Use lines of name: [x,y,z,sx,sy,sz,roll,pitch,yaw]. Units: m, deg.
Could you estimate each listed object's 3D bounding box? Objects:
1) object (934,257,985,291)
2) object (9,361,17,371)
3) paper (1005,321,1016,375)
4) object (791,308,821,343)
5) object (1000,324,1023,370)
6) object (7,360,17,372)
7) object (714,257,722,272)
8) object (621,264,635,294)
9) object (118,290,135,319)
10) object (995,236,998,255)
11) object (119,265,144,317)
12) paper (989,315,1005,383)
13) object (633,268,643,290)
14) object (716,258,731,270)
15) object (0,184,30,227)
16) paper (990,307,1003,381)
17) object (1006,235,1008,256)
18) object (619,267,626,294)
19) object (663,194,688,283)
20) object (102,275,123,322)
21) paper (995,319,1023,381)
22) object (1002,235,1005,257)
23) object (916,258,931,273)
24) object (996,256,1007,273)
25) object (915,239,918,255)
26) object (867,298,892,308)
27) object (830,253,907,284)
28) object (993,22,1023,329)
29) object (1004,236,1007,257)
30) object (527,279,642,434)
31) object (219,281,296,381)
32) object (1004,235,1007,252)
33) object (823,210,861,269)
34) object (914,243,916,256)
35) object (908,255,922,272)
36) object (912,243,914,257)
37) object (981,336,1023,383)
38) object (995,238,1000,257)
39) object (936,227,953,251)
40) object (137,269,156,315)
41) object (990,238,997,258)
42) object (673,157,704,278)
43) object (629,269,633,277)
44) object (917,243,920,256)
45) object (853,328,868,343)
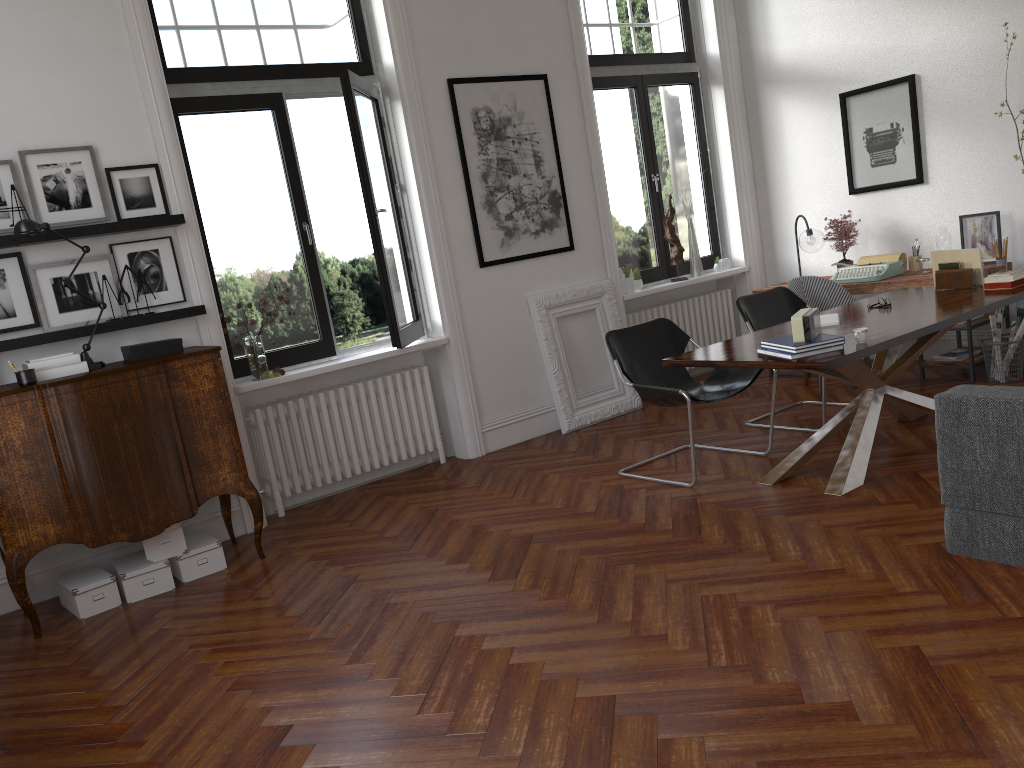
object: [2.728,-0.671,5.408,0.149,0.167,0.228,-16,12,-34]
object: [-2.392,-0.055,4.289,0.045,0.140,0.010,-17,13,-36]
paper: [3.418,-0.235,6.088,0.126,0.390,0.026,-12,10,-12]
object: [1.390,-0.279,4.182,0.082,0.126,0.274,-4,11,29]
object: [3.694,-0.241,6.158,0.340,0.318,0.434,-16,11,-34]
object: [-2.384,-0.059,4.265,0.050,0.120,0.010,-16,12,-31]
object: [1.852,-1.079,7.992,0.072,0.135,0.072,-11,10,-9]
object: [0.958,-0.871,7.321,0.098,0.245,0.102,-3,12,33]
object: [-2.156,-0.443,4.947,0.066,0.161,0.040,-17,12,-34]
object: [2.847,-0.769,5.192,0.008,0.196,0.032,-8,10,10]
object: [-2.140,-0.525,4.997,0.118,0.300,0.040,-17,12,-33]
paper: [3.271,-0.234,5.974,0.073,0.480,0.033,-9,10,3]
object: [1.062,-0.894,7.529,0.097,0.186,0.099,-12,10,-11]
object: [1.944,-1.103,8.158,0.132,0.098,0.134,-5,11,25]
object: [-2.607,-0.908,4.633,0.174,0.261,0.040,-16,12,-34]
paper: [3.345,-0.346,6.112,0.293,0.628,0.047,-19,13,-41]
object: [2.869,-0.765,5.148,0.008,0.196,0.036,-14,11,-22]
object: [0.922,-0.863,7.402,0.051,0.214,0.051,-10,10,1]
object: [1.395,-1.261,7.667,0.165,0.756,0.142,-8,10,8]
object: [-2.235,-0.477,4.922,0.123,0.261,0.040,-17,12,-34]
paper: [3.387,-0.322,5.916,0.330,0.612,0.046,-3,12,35]
object: [2.871,-0.770,5.181,0.038,0.195,0.008,-11,10,-8]
object: [3.057,-0.880,6.587,0.093,0.102,0.093,-19,13,-42]
object: [2.861,-0.698,5.178,0.058,0.091,0.058,-1,13,42]
object: [3.100,-0.992,6.784,0.028,0.240,0.023,-17,13,-36]
object: [2.156,-0.478,5.218,0.133,0.047,0.114,-7,10,19]
object: [2.710,-0.893,6.856,0.483,0.149,0.534,-16,11,-35]
object: [3.653,-1.405,5.848,0.808,2.066,0.352,-2,13,36]
object: [2.859,-0.760,5.140,0.008,0.194,0.049,-12,10,-10]
object: [0.590,-0.229,6.910,0.827,1.066,0.233,-16,12,-34]
object: [-1.565,-0.351,5.693,0.317,0.601,0.539,-5,11,26]
object: [2.876,-0.769,5.171,0.044,0.194,0.008,-10,10,-4]
object: [2.696,-1.146,7.243,0.290,0.531,0.307,-8,10,11]
object: [3.089,-0.974,6.795,0.008,0.208,0.054,0,14,42]
object: [3.086,-0.922,6.782,0.058,0.114,0.075,-17,12,-34]
object: [3.077,-0.972,6.792,0.008,0.208,0.054,-6,11,21]
object: [3.353,-0.155,6.039,0.261,0.306,0.259,-6,10,20]
object: [2.827,-0.756,5.151,0.049,0.194,0.008,-16,12,-29]
object: [3.212,-1.009,6.583,0.111,0.303,0.111,-9,10,2]
object: [-2.098,-0.524,5.061,0.110,0.263,0.040,-17,12,-34]
object: [2.824,-0.760,5.178,0.049,0.194,0.008,-5,11,25]
object: [1.607,-1.470,7.773,0.295,1.058,0.289,-16,12,-31]
object: [0.991,-0.865,7.421,0.051,0.189,0.051,-10,10,1]
object: [3.100,-0.974,6.774,0.054,0.208,0.008,-2,13,38]
object: [1.629,-0.225,4.159,0.082,0.065,0.064,-12,10,-13]
